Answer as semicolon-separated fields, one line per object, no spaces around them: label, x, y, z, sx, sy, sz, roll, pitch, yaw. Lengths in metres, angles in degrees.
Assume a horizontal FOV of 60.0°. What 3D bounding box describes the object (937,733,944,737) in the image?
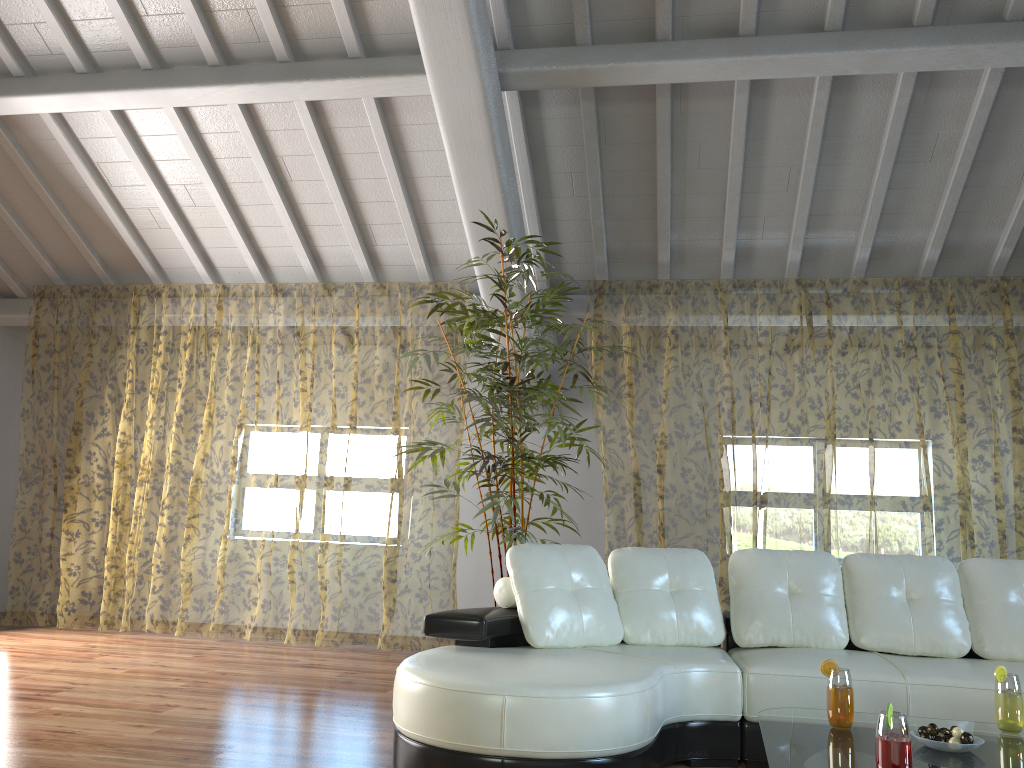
object;1.160;0.962;2.407;0.032;0.029;0.032;7;-11;-27

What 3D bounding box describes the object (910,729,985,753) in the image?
object;1.164;0.959;2.372;0.178;0.031;0.178;2;-9;3

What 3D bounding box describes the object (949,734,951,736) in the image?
object;1.193;0.961;2.398;0.031;0.031;0.030;-5;-12;37

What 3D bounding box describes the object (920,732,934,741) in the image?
object;1.109;0.949;2.371;0.031;0.031;0.032;4;-10;-13

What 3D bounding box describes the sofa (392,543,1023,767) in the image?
sofa;1.056;1.064;3.519;3.047;0.805;1.359;4;-10;-10

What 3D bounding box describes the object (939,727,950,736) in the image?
object;1.184;0.956;2.428;0.031;0.030;0.032;-7;-13;44

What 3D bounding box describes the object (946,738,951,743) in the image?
object;1.166;0.952;2.345;0.032;0.030;0.032;8;-11;-30

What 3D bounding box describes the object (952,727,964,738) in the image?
object;1.182;0.925;2.349;0.029;0.032;0.032;7;-10;-25

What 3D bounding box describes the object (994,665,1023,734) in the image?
object;1.467;0.931;2.625;0.081;0.192;0.075;0;-10;15

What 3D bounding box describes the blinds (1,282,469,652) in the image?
blinds;-2.044;0.517;6.381;3.505;2.546;0.306;1;-10;10

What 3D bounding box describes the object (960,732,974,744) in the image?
object;1.184;0.923;2.308;0.030;0.033;0.030;4;-10;-10

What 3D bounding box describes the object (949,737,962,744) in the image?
object;1.160;0.940;2.318;0.032;0.032;0.030;0;-10;13

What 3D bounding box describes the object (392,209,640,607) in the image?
object;-0.001;0.380;4.827;1.399;2.473;1.177;-4;-11;35

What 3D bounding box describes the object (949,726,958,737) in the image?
object;1.192;0.935;2.382;0.031;0.031;0.030;0;-10;13

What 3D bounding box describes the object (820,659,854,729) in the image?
object;0.955;0.904;2.590;0.075;0.192;0.081;11;-13;-44

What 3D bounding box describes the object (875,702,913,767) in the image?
object;0.828;0.790;1.930;0.081;0.192;0.075;5;-10;-14

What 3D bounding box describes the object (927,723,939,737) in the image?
object;1.130;0.928;2.380;0.030;0.034;0.030;4;-9;-8

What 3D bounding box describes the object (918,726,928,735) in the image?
object;1.127;0.951;2.423;0.032;0.031;0.031;-5;-12;38

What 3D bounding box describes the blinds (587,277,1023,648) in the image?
blinds;2.195;0.565;5.618;3.505;2.546;0.306;1;-10;10

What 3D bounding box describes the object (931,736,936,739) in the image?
object;1.131;0.958;2.394;0.032;0.030;0.031;7;-10;-26

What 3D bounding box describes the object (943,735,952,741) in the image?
object;1.169;0.957;2.375;0.031;0.030;0.032;11;-13;-43

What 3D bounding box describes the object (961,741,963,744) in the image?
object;1.193;0.944;2.328;0.032;0.031;0.031;-1;-10;20

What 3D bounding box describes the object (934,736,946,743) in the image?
object;1.140;0.953;2.363;0.031;0.030;0.032;1;-9;8

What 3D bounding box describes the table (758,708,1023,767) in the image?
table;1.241;1.090;2.169;1.201;0.290;1.201;0;-10;13
